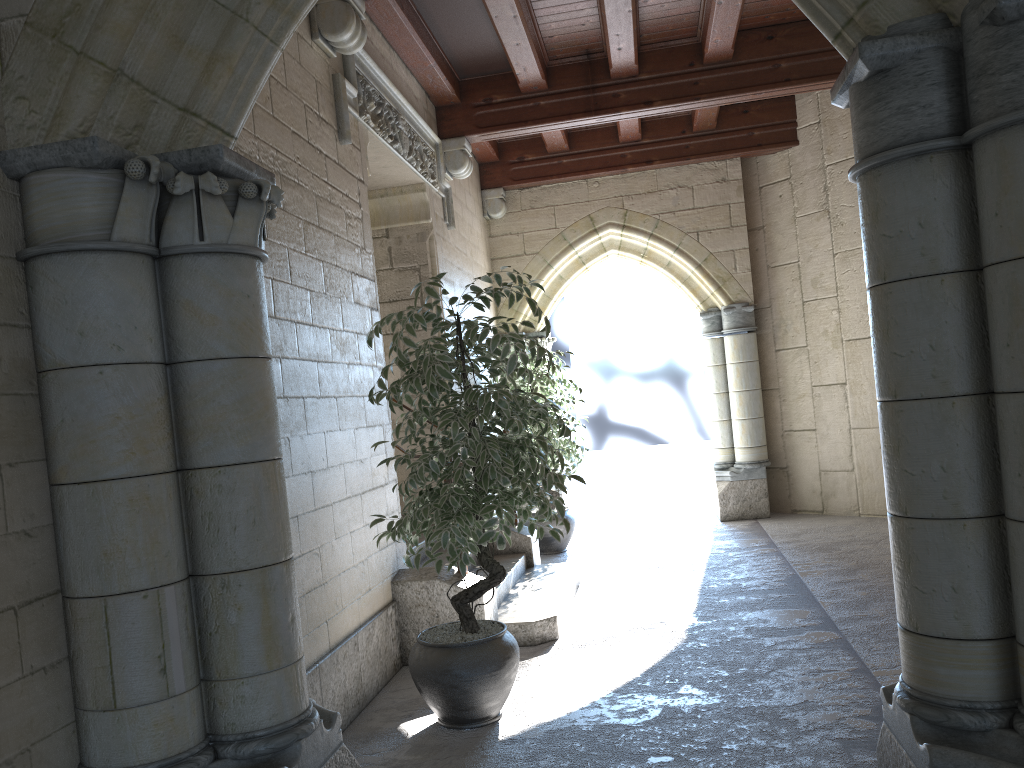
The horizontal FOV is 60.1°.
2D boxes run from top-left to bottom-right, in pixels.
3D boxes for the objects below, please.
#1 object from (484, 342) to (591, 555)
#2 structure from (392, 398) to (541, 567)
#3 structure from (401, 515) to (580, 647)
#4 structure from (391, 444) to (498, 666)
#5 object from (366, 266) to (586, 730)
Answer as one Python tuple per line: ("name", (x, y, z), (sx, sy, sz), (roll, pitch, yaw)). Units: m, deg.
("object", (0.197, 0.458, 6.596), (0.787, 1.619, 0.750), (-6, 1, 5))
("structure", (-0.341, 0.668, 5.625), (0.888, 1.262, 0.472), (-6, 1, 9))
("structure", (-0.982, 0.947, 5.016), (2.575, 0.810, 1.460), (-6, -1, 9))
("structure", (-0.562, 0.656, 4.234), (0.888, 1.262, 0.476), (-6, 1, 9))
("object", (-0.130, 0.409, 3.258), (0.788, 1.619, 0.749), (-5, 1, 40))
